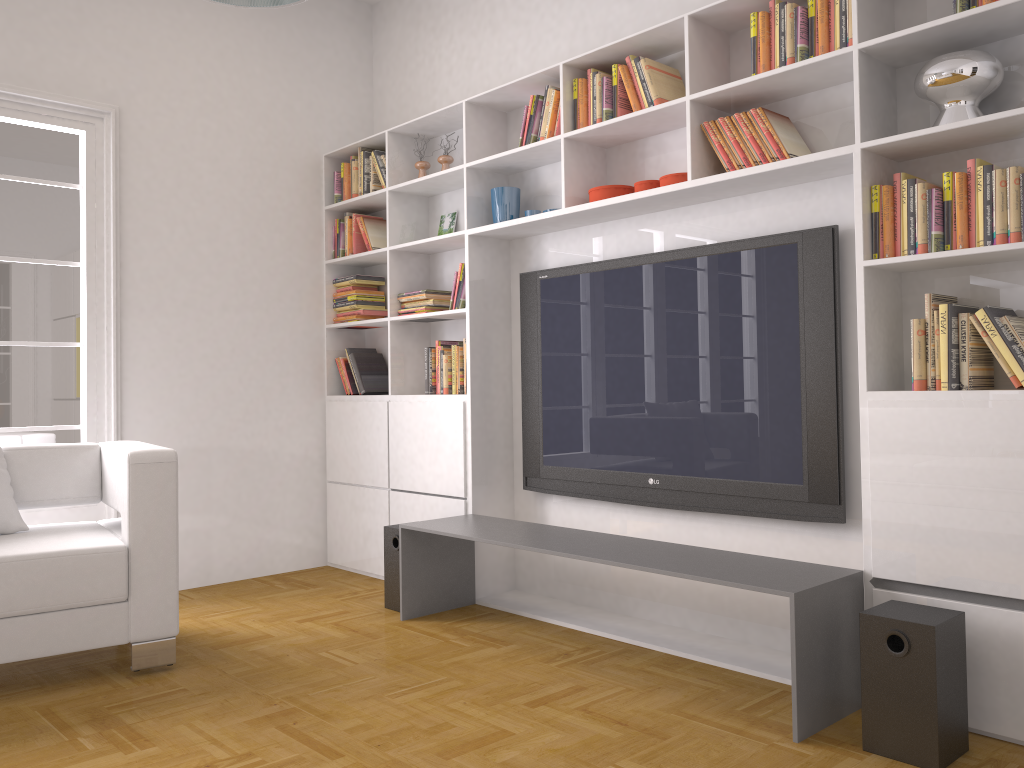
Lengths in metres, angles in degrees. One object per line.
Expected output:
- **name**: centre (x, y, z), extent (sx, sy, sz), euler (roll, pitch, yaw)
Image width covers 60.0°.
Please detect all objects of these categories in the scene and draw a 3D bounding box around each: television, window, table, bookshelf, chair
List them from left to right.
- **window**: centre (-3.275, -0.149, 3.439), extent (3.350, 2.529, 0.195), euler (0, -1, -43)
- **chair**: centre (-1.931, 0.615, 3.392), extent (1.096, 0.912, 0.801), euler (0, -1, -33)
- **table**: centre (0.319, 0.841, 3.459), extent (0.437, 0.435, 1.972), euler (0, -1, -43)
- **television**: centre (0.633, -0.017, 3.802), extent (0.082, 1.088, 1.659), euler (0, -1, -43)
- **bookshelf**: centre (0.824, -0.190, 3.501), extent (0.389, 2.481, 5.363), euler (0, -1, -43)

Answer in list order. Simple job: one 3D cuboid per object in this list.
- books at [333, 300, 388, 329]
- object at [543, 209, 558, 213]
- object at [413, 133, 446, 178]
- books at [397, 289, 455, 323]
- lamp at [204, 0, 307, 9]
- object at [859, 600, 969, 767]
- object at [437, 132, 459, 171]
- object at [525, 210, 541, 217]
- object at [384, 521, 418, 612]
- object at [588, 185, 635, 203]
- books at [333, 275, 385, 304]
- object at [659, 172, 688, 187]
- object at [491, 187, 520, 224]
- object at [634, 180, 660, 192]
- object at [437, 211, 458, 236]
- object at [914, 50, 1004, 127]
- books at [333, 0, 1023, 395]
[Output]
- **books**: centre (-0.914, -0.417, 5.349), extent (0.207, 0.153, 0.283), euler (0, -1, -43)
- **object**: centre (0.206, -0.786, 4.115), extent (0.124, 0.032, 0.123), euler (-1, 0, 33)
- **object**: centre (-0.458, -1.224, 4.887), extent (0.179, 0.279, 0.120), euler (0, -1, -37)
- **books**: centre (-0.459, -0.426, 4.858), extent (0.207, 0.153, 0.283), euler (0, -1, -43)
- **lamp**: centre (-0.793, -1.806, 2.576), extent (0.464, 1.250, 0.464), euler (0, -2, -43)
- **object**: centre (1.140, 0.846, 2.520), extent (0.217, 0.391, 0.211), euler (0, -2, -43)
- **object**: centre (-0.364, -1.216, 4.810), extent (0.119, 0.260, 0.179), euler (0, -1, -22)
- **object**: centre (0.100, -0.795, 4.230), extent (0.078, 0.056, 0.078), euler (-1, -1, -18)
- **object**: centre (-0.469, 0.878, 4.257), extent (0.217, 0.391, 0.211), euler (0, -2, -43)
- **object**: centre (0.441, -0.812, 3.879), extent (0.210, 0.073, 0.211), euler (-1, 0, 22)
- **books**: centre (-0.927, -0.566, 5.364), extent (0.207, 0.153, 0.252), euler (0, -1, -43)
- **object**: centre (0.688, -0.807, 3.584), extent (0.182, 0.054, 0.183), euler (-1, 0, 44)
- **object**: centre (-0.030, -0.861, 4.370), extent (0.147, 0.192, 0.147), euler (-2, -1, 36)
- **object**: centre (0.579, -0.808, 3.730), extent (0.128, 0.073, 0.129), euler (-1, -1, 44)
- **object**: centre (-0.364, -0.854, 4.906), extent (0.052, 0.190, 0.144), euler (0, -2, -43)
- **object**: centre (1.419, -0.909, 2.818), extent (0.257, 0.239, 0.256), euler (0, -1, -35)
- **books**: centre (0.286, -0.680, 4.035), extent (0.235, 1.456, 3.861), euler (0, -1, -43)
